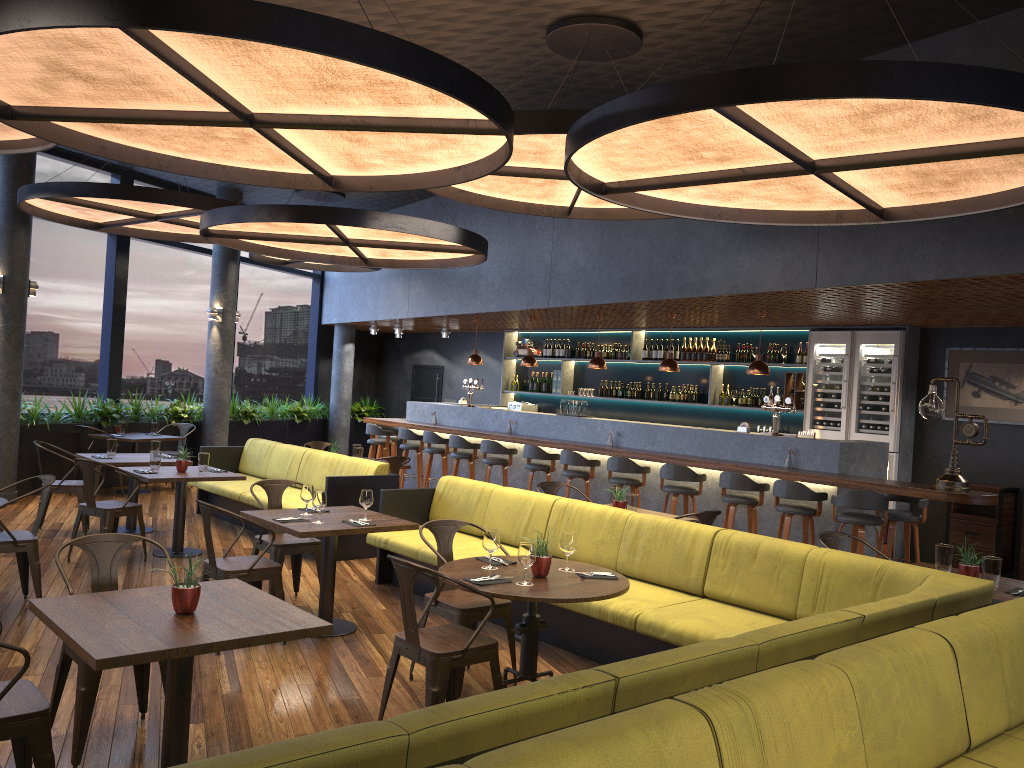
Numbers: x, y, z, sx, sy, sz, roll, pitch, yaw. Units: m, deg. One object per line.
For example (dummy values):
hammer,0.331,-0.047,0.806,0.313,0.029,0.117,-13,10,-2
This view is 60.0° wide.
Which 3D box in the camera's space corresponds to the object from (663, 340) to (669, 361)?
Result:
object,2.236,-0.483,12.814,0.085,0.310,0.086,4,0,-30

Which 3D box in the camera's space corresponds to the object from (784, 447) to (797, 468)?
object,2.772,0.734,8.835,0.114,0.203,0.069,4,0,-6

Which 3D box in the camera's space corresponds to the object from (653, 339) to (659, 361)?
object,2.087,-0.492,12.845,0.085,0.310,0.086,4,0,-8

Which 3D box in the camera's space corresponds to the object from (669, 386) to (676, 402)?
object,2.289,0.143,12.603,0.088,0.224,0.088,3,0,19

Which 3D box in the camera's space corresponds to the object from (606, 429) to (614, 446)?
object,1.190,0.641,10.647,0.114,0.203,0.069,3,0,38

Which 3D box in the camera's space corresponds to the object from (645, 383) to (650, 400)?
object,1.979,0.110,12.910,0.063,0.254,0.063,3,0,21

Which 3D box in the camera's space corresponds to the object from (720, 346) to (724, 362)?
object,2.833,-0.405,11.959,0.056,0.227,0.056,3,0,26

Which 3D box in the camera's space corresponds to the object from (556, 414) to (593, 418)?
object,0.812,0.411,11.530,0.273,0.019,0.437,4,0,-41

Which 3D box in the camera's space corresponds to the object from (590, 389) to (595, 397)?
object,1.255,0.134,13.819,0.084,0.119,0.084,3,0,4

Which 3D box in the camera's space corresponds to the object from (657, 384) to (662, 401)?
object,2.146,0.120,12.887,0.063,0.254,0.063,3,0,21

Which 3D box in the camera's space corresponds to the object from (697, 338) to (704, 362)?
object,2.604,-0.472,12.226,0.084,0.330,0.084,4,0,-34

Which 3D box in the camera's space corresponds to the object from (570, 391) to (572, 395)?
object,0.940,0.145,14.095,0.042,0.059,0.042,3,0,11

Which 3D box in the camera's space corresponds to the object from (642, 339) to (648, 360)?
object,1.956,-0.500,12.990,0.085,0.310,0.086,4,0,-14

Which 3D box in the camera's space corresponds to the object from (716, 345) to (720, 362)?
object,2.793,-0.408,12.004,0.056,0.227,0.056,3,0,11

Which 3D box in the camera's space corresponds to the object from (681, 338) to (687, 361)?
object,2.417,-0.483,12.447,0.084,0.330,0.084,4,0,-34

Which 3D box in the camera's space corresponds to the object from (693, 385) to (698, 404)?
object,2.571,0.145,12.387,0.063,0.254,0.063,3,0,21

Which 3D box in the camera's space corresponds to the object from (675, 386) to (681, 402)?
object,2.359,0.147,12.522,0.088,0.224,0.088,4,0,-26

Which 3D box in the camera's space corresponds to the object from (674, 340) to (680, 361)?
object,2.362,-0.476,12.673,0.085,0.310,0.086,3,0,0

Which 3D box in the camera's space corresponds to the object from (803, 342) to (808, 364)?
object,3.691,-0.381,11.085,0.079,0.281,0.079,3,0,18

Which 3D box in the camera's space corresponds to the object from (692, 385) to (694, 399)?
object,2.539,0.143,12.499,0.063,0.254,0.063,4,0,-14

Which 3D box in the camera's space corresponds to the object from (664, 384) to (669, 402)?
object,2.229,0.125,12.802,0.063,0.254,0.063,3,0,7

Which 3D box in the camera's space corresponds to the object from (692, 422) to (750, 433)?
object,2.254,0.452,9.760,0.200,0.106,0.766,4,0,-41

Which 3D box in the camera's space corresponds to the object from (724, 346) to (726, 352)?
object,2.878,-0.403,11.999,0.056,0.227,0.056,3,0,11

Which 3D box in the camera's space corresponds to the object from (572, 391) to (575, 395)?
object,0.983,0.148,14.102,0.042,0.059,0.042,3,0,11

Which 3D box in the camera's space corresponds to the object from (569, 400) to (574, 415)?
object,0.795,0.315,11.516,0.105,0.209,0.105,4,0,-6

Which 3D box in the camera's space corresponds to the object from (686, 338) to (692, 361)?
object,2.480,-0.479,12.377,0.084,0.330,0.084,4,0,-34

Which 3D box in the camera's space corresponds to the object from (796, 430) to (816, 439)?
object,2.958,0.501,8.918,0.177,0.091,0.091,3,0,24

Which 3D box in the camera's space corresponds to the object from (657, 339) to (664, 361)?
object,2.146,-0.489,12.773,0.085,0.310,0.086,4,0,-14

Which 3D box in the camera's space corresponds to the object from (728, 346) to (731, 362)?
object,2.919,-0.400,11.953,0.056,0.227,0.056,4,0,-39

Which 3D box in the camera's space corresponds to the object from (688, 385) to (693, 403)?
object,2.484,0.140,12.324,0.063,0.254,0.063,4,0,-34

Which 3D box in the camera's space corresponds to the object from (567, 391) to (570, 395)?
object,0.905,0.143,14.190,0.042,0.059,0.042,3,0,11

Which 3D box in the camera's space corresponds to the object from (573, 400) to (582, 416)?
object,0.839,0.317,11.385,0.105,0.209,0.105,4,0,-6

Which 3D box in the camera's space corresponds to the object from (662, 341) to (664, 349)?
object,2.174,-0.487,12.889,0.085,0.310,0.086,3,0,0

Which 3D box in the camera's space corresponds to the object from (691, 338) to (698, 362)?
object,2.540,-0.476,12.306,0.084,0.330,0.084,4,0,-34

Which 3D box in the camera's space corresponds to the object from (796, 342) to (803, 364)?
object,3.628,-0.385,11.157,0.079,0.281,0.079,4,0,-32

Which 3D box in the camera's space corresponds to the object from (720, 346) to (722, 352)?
object,2.840,-0.405,12.045,0.056,0.227,0.056,4,0,-39

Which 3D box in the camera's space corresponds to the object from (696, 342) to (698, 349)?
object,2.568,-0.474,12.408,0.084,0.330,0.084,4,0,-34

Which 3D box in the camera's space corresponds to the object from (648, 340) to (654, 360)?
object,2.046,-0.494,13.030,0.085,0.310,0.086,4,0,-26

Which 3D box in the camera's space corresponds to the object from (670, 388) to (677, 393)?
object,2.321,0.154,12.733,0.097,0.206,0.097,4,0,-10

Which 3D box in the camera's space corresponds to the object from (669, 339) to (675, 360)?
object,2.275,-0.481,12.628,0.085,0.310,0.086,4,0,-8

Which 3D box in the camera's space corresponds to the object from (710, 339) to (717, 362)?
object,2.780,-0.461,12.217,0.084,0.330,0.084,4,0,-34

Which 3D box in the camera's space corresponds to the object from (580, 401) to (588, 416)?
object,0.921,0.322,11.466,0.105,0.209,0.105,4,0,-6

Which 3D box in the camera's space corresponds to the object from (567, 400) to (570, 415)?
object,0.769,0.313,11.637,0.105,0.209,0.105,4,0,-6

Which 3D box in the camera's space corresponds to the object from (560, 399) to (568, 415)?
object,0.679,0.308,11.575,0.105,0.209,0.105,4,0,-6

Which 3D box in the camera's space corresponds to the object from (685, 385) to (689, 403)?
object,2.465,0.139,12.457,0.063,0.254,0.063,4,0,-13

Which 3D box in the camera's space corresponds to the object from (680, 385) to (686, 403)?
object,2.393,0.135,12.393,0.063,0.254,0.063,3,0,42

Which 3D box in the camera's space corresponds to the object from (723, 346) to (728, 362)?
object,2.874,-0.403,11.912,0.056,0.227,0.056,3,0,36

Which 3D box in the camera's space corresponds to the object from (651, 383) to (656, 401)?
object,2.045,0.114,12.834,0.063,0.254,0.063,3,0,-4

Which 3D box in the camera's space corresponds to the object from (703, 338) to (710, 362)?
object,2.669,-0.468,12.155,0.084,0.330,0.084,4,0,-34

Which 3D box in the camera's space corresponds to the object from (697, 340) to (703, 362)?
object,2.631,-0.470,12.338,0.084,0.330,0.084,4,0,-34

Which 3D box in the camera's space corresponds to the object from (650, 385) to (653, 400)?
object,2.063,0.115,12.981,0.063,0.254,0.063,3,0,36
